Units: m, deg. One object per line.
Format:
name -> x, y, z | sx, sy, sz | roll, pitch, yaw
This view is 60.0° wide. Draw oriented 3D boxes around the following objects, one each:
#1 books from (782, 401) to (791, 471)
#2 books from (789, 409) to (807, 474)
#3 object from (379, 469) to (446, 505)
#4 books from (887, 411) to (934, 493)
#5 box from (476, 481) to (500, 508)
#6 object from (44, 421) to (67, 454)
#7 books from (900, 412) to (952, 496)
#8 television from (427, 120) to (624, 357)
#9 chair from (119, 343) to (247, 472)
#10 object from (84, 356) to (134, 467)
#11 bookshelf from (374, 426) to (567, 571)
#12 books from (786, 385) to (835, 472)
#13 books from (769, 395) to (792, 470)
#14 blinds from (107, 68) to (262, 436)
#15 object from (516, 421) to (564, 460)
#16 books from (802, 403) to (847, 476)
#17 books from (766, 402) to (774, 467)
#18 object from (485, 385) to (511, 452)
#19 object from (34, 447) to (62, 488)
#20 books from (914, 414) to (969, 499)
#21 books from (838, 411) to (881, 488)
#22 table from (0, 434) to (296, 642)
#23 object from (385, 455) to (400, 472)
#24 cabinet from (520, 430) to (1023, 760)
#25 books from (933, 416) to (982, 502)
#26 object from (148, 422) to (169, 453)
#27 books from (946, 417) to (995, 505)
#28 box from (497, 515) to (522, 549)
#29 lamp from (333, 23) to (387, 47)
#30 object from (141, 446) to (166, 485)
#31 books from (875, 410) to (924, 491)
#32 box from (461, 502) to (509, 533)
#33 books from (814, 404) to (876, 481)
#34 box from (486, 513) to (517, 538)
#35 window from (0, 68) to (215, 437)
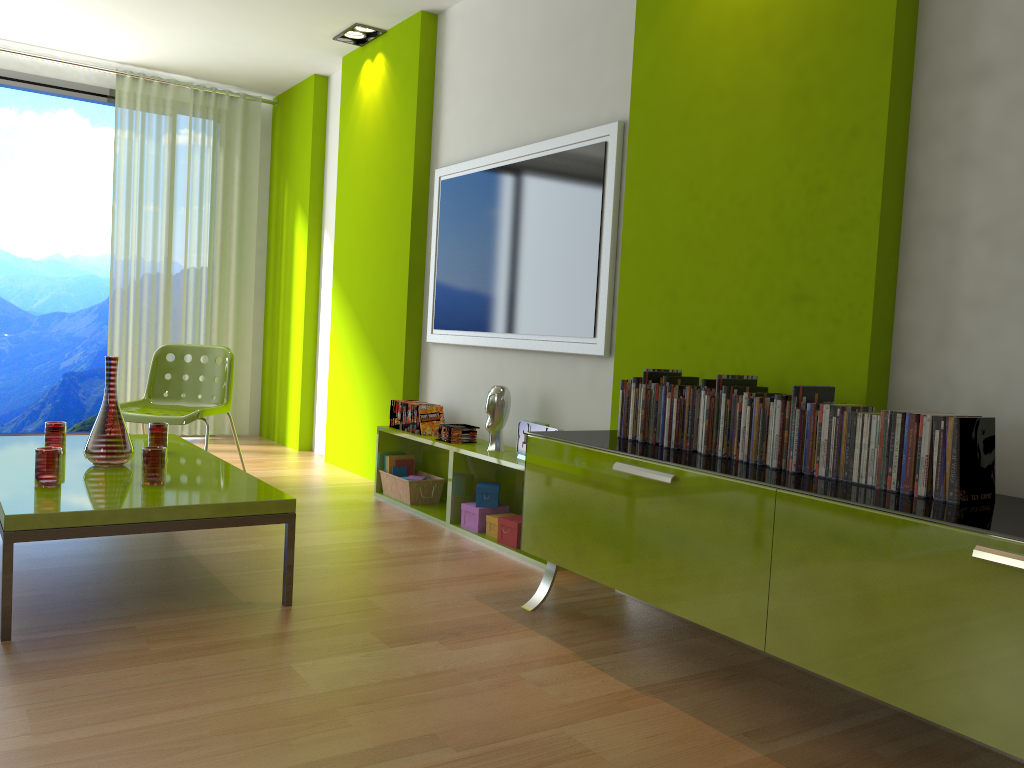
books -> 0.801, 0.144, 2.429 | 0.159, 0.196, 0.016 | 1, 4, -33
books -> 0.816, 0.156, 2.389 | 0.178, 0.177, 0.030 | 1, 4, -33
object -> -0.528, 0.538, 4.644 | 0.213, 0.129, 0.367 | 1, 4, -33
books -> 0.974, 0.167, 2.151 | 0.154, 0.200, 0.031 | 1, 4, -33
box -> -0.108, 0.501, 4.017 | 0.102, 0.093, 0.138 | 3, 3, 2
object -> -1.783, 0.211, 3.462 | 0.076, 0.122, 0.075 | 3, 3, 1
books -> 0.993, 0.169, 2.122 | 0.154, 0.200, 0.031 | 1, 4, -33
television -> -0.011, -0.637, 4.192 | 0.028, 0.941, 1.537 | 1, 4, -33
chair -> -1.764, 0.174, 4.643 | 0.640, 0.759, 0.546 | 3, 3, 5
object -> -1.467, 0.099, 3.239 | 0.168, 0.400, 0.168 | 6, 4, 42
bookshelf -> -0.160, 0.478, 4.177 | 0.306, 0.378, 1.630 | 1, 4, -33
books -> 0.811, 0.124, 2.413 | 0.161, 0.239, 0.020 | 1, 4, -33
books -> 0.782, 0.135, 2.448 | 0.170, 0.209, 0.036 | 1, 4, -33
blinds -> -2.397, -0.900, 6.501 | 1.012, 2.568, 0.067 | 1, 4, -33
object -> 0.115, 0.249, 3.691 | 0.047, 0.176, 0.340 | 2, 4, -28
books -> 0.842, 0.150, 2.365 | 0.161, 0.196, 0.038 | 1, 4, -33
books -> 0.772, 0.145, 2.481 | 0.150, 0.186, 0.030 | 1, 4, -33
object -> -0.063, 0.159, 4.016 | 0.107, 0.305, 0.107 | 5, 3, 23
object -> -1.465, 0.265, 2.803 | 0.076, 0.122, 0.075 | 3, 3, 1
books -> 1.013, 0.172, 2.092 | 0.154, 0.200, 0.031 | 1, 4, -33
books -> 0.916, 0.166, 2.237 | 0.131, 0.185, 0.112 | 1, 4, -33
table -> -1.493, 0.468, 3.308 | 0.810, 0.349, 1.682 | 1, 4, -33
object -> -0.609, 0.483, 4.774 | 0.158, 0.200, 0.040 | 1, 4, -33
cabinet -> 1.150, 0.589, 1.741 | 0.547, 0.593, 3.384 | 1, 4, -33
books -> 1.034, 0.174, 2.059 | 0.154, 0.202, 0.048 | 1, 4, -33
object -> -1.444, 0.221, 3.619 | 0.076, 0.122, 0.075 | 3, 3, 1
books -> 1.051, 0.176, 2.033 | 0.154, 0.202, 0.048 | 1, 4, -33
box -> 0.046, 0.628, 3.768 | 0.202, 0.116, 0.135 | 1, 4, -38
lamp -> -0.905, -2.132, 5.266 | 0.192, 0.131, 0.352 | 1, 4, -33
object -> -1.188, 0.272, 2.941 | 0.075, 0.122, 0.076 | 4, 3, 22
books -> 0.957, 0.164, 2.177 | 0.154, 0.200, 0.031 | 1, 4, -33
box -> -0.124, 0.605, 4.026 | 0.202, 0.116, 0.135 | 1, 4, -38
books -> 0.867, 0.153, 2.313 | 0.140, 0.197, 0.069 | 1, 4, -33
box -> -0.030, 0.628, 3.907 | 0.169, 0.093, 0.102 | 1, 4, -38
window -> -3.669, -0.858, 5.937 | 3.336, 2.498, 0.219 | 1, 4, -33
